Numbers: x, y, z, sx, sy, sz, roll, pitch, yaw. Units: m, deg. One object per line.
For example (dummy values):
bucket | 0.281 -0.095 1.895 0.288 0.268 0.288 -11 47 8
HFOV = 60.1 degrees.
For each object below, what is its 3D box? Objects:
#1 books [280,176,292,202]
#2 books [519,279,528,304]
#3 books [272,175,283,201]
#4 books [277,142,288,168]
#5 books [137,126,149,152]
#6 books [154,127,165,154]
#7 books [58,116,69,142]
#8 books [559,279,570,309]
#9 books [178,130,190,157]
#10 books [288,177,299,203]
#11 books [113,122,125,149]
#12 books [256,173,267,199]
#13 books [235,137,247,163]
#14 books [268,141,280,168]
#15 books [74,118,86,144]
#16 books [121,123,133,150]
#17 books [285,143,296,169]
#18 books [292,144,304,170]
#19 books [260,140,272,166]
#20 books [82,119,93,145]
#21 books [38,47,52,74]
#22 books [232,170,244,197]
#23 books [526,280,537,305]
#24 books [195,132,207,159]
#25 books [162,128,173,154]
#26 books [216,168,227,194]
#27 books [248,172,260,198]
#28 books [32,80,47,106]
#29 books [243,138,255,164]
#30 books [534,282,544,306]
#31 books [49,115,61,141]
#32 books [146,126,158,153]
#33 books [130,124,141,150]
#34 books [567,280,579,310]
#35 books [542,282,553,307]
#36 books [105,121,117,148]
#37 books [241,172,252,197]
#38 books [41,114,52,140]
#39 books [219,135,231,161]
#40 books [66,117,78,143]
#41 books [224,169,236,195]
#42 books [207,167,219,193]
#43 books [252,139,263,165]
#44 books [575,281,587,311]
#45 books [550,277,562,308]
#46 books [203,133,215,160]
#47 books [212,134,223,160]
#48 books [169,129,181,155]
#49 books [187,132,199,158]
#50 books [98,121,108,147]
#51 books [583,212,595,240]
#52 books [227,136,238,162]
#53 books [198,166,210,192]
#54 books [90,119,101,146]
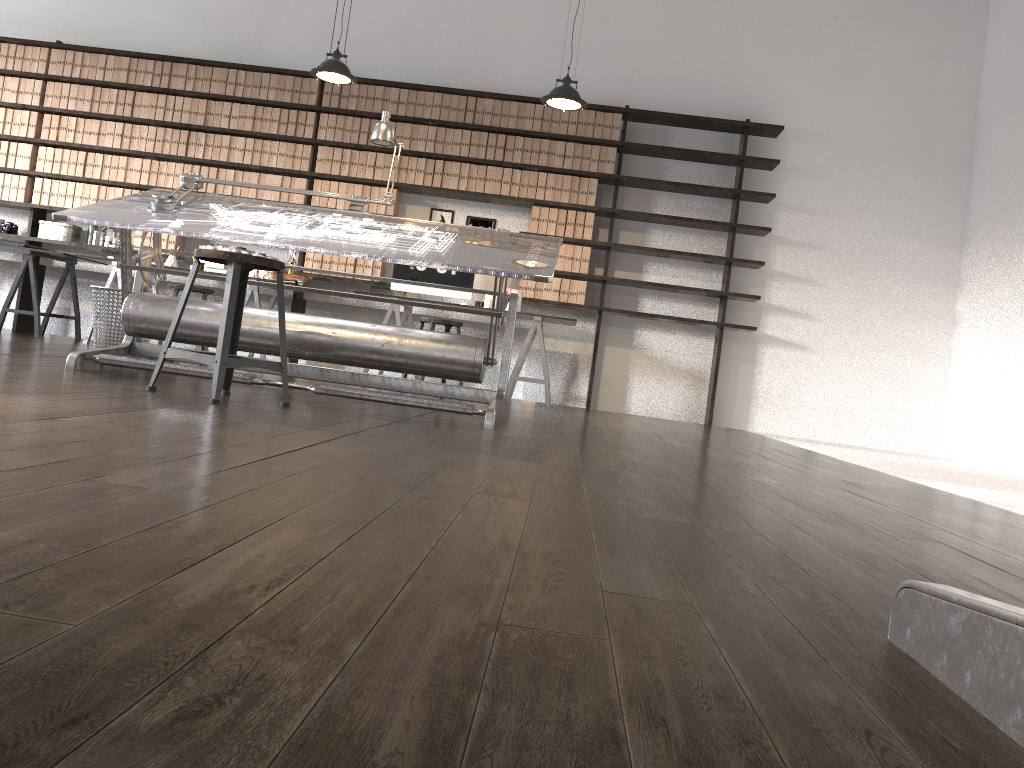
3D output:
books | -1.850 -1.589 7.339 0.067 0.226 0.174 8 -1 3
books | 0.094 -0.775 7.191 0.067 0.226 0.174 8 -1 3
books | -1.919 -1.599 7.339 0.067 0.226 0.174 8 -1 3
books | -1.880 -1.873 7.347 0.067 0.226 0.174 8 -1 3
books | -3.054 -2.032 7.426 0.067 0.226 0.174 8 -1 3
books | -2.911 -2.013 7.413 0.067 0.226 0.174 8 -1 3
books | -3.739 -2.125 7.474 0.067 0.226 0.174 8 -1 3
books | 0.425 -0.730 7.169 0.067 0.226 0.174 8 -1 3
books | -2.710 -1.986 7.402 0.067 0.226 0.174 8 -1 3
books | -1.780 -1.580 7.336 0.067 0.226 0.174 8 -1 3
books | -3.262 -2.060 7.438 0.067 0.226 0.174 8 -1 3
books | -2.047 -1.616 7.351 0.067 0.226 0.174 8 -1 3
books | -2.230 -1.921 7.373 0.067 0.226 0.174 8 -1 3
books | -1.951 -1.883 7.355 0.067 0.226 0.174 8 -1 3
books | -3.599 -2.106 7.464 0.067 0.226 0.174 8 -1 3
books | -3.192 -2.051 7.437 0.067 0.226 0.174 8 -1 3
books | -1.814 -1.864 7.343 0.067 0.226 0.174 8 -1 3
books | -1.751 -1.856 7.343 0.067 0.226 0.174 8 -1 3
books | -2.020 -1.892 7.363 0.067 0.226 0.174 8 -1 3
books | -3.528 -2.096 7.459 0.067 0.226 0.174 8 -1 3
books | -3.921 -2.707 7.502 0.067 0.226 0.174 8 -1 3
books | -2.250 -1.643 7.365 0.067 0.226 0.174 8 -1 3
books | 0.161 -0.765 7.181 0.067 0.226 0.174 8 -1 3
books | -2.566 -1.966 7.393 0.067 0.226 0.174 8 -1 3
books | -2.848 -2.004 7.414 0.067 0.226 0.174 8 -1 3
books | -2.390 -1.662 7.375 0.067 0.226 0.174 8 -1 3
books | -2.113 -1.625 7.351 0.067 0.226 0.174 8 -1 3
books | -3.965 -2.433 7.494 0.067 0.226 0.174 8 -1 3
books | -2.159 -1.911 7.366 0.067 0.226 0.174 8 -1 3
books | 0.227 -0.757 7.181 0.067 0.226 0.174 8 -1 3
books | -3.814 -2.135 7.473 0.067 0.226 0.174 8 -1 3
books | -2.983 -2.023 7.418 0.067 0.226 0.174 8 -1 3
books | -3.123 -2.042 7.434 0.067 0.226 0.174 8 -1 3
books | 0.494 -0.721 7.166 0.067 0.226 0.174 8 -1 3
books | 0.289 -0.748 7.176 0.067 0.226 0.174 8 -1 3
books | -3.334 -2.070 7.444 0.067 0.226 0.174 8 -1 3
books | -2.180 -1.634 7.361 0.067 0.226 0.174 8 -1 3
books | -3.886 -2.145 7.483 0.067 0.226 0.174 8 -1 3
books | -2.359 -1.938 7.378 0.067 0.226 0.174 8 -1 3
books | -3.669 -2.115 7.464 0.067 0.226 0.174 8 -1 3
books | -2.320 -1.653 7.366 0.067 0.226 0.174 8 -1 3
books | -2.465 -1.672 7.374 0.067 0.226 0.174 8 -1 3
books | -2.089 -1.902 7.366 0.067 0.226 0.174 8 -1 3
books | 0.558 -0.712 7.155 0.067 0.226 0.174 8 -1 3
books | 0.355 -0.739 7.170 0.067 0.226 0.174 8 -1 3
books | -2.496 -1.957 7.393 0.067 0.226 0.174 8 -1 3
books | -2.425 -1.947 7.388 0.067 0.226 0.174 8 -1 3
books | -2.783 -1.996 7.412 0.067 0.226 0.174 8 -1 3
books | -2.636 -1.976 7.402 0.067 0.226 0.174 8 -1 3
books | -3.396 -2.079 7.450 0.067 0.226 0.174 8 -1 3
books | 0.622 -1.261 7.178 0.067 0.226 0.174 8 -1 3
books | -2.293 -1.929 7.378 0.067 0.226 0.174 8 -1 3
books | -2.538 -1.682 7.384 0.067 0.226 0.174 8 -1 3
books | -3.462 -2.087 7.449 0.067 0.226 0.174 8 -1 3
